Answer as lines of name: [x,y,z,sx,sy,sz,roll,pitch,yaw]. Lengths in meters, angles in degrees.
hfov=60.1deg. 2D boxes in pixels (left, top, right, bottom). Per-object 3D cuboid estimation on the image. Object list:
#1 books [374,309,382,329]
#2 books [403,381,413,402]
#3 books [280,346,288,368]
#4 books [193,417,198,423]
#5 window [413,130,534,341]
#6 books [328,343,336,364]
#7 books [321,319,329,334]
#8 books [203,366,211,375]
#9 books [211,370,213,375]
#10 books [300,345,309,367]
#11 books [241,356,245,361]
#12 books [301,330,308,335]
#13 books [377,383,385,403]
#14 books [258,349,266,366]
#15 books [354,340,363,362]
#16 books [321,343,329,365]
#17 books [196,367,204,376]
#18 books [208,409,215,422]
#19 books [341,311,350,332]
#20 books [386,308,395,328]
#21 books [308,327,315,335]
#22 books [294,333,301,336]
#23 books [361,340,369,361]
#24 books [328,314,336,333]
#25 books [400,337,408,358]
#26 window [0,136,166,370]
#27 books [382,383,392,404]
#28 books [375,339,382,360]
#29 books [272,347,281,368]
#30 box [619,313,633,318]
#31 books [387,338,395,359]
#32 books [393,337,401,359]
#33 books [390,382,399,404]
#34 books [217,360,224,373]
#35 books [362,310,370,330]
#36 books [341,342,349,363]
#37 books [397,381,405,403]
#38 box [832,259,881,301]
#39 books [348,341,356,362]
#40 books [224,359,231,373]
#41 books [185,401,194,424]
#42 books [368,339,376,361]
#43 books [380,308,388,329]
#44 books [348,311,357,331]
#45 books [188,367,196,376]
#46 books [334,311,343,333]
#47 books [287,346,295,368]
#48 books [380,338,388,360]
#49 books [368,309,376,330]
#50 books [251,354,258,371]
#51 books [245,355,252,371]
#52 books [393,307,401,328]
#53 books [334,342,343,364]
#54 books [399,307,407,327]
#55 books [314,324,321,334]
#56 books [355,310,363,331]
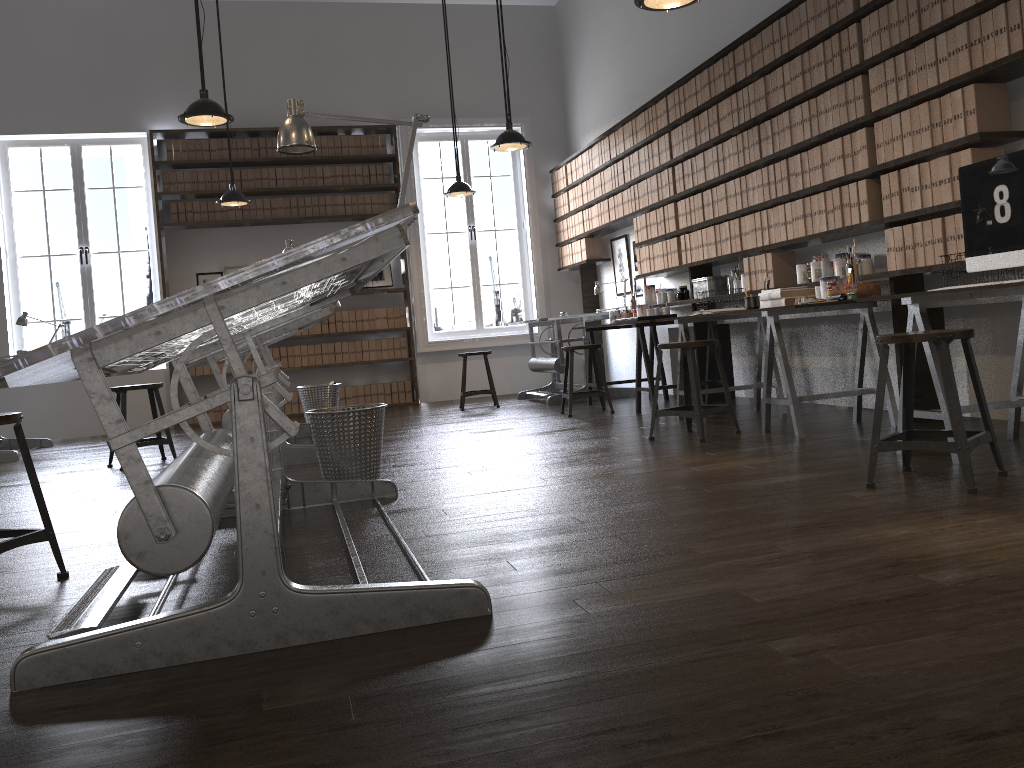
books: [-1.453,-0.694,9.544,0.067,0.225,0.174,-5,1,-14]
books: [-1.132,0.082,9.610,0.067,0.225,0.174,-5,1,-14]
books: [-2.394,-0.279,9.291,0.067,0.226,0.174,-5,1,-14]
books: [-3.226,0.286,9.070,0.067,0.225,0.174,-5,1,-14]
window: [-0.442,-1.642,9.794,1.246,2.309,0.153,-5,0,-14]
books: [-1.921,-0.325,9.412,0.067,0.226,0.174,-5,1,-14]
books: [-1.993,-0.642,9.408,0.067,0.225,0.174,-5,1,-14]
books: [-3.135,-0.207,9.102,0.067,0.225,0.174,-5,1,-14]
books: [-3.069,-0.214,9.124,0.067,0.225,0.174,-5,1,-14]
books: [-2.190,-0.299,9.346,0.067,0.225,0.174,-5,1,-14]
books: [-2.803,-0.240,9.190,0.067,0.225,0.174,-5,1,-14]
books: [-2.196,-0.622,9.349,0.067,0.225,0.174,-5,1,-14]
books: [-1.418,0.110,9.534,0.067,0.225,0.174,-5,1,-14]
books: [-2.605,-0.259,9.242,0.067,0.225,0.174,-5,1,-14]
books: [-1.648,-0.352,9.488,0.067,0.225,0.174,-5,1,-14]
books: [-1.983,-0.319,9.401,0.067,0.225,0.174,-5,1,-14]
books: [-3.204,-0.200,9.081,0.067,0.225,0.174,-5,1,-14]
books: [-3.088,0.273,9.104,0.067,0.225,0.174,-5,1,-14]
books: [-1.780,-0.663,9.458,0.067,0.225,0.174,-5,1,-14]
books: [-1.322,-0.707,9.580,0.067,0.225,0.174,-5,1,-14]
books: [-2.126,-0.629,9.367,0.067,0.226,0.174,-5,1,-14]
books: [-2.267,-0.615,9.334,0.067,0.225,0.174,-5,1,-14]
books: [-1.580,-0.358,9.502,0.067,0.226,0.174,-5,1,-14]
books: [-1.921,-0.649,9.421,0.067,0.226,0.174,-5,1,-14]
books: [-1.183,-0.397,9.605,0.067,0.225,0.174,-5,1,-14]
window: [-4.297,-1.265,8.923,1.484,2.497,0.153,-5,0,-14]
books: [-1.350,0.103,9.556,0.067,0.225,0.174,-5,1,-14]
books: [-1.450,-0.371,9.539,0.067,0.225,0.174,-5,1,-14]
books: [-2.468,-0.272,9.278,0.067,0.225,0.174,-5,1,-14]
box: [1.004,-0.560,7.448,0.138,0.083,0.212,-5,3,-15]
books: [-1.320,-0.384,9.574,0.067,0.225,0.174,-5,1,-14]
books: [-1.252,-0.391,9.591,0.067,0.225,0.174,-5,1,-14]
books: [-1.276,0.096,9.569,0.067,0.226,0.174,-5,1,-14]
books: [-3.001,-0.220,9.139,0.067,0.225,0.174,-5,1,-14]
books: [-1.577,-0.682,9.509,0.067,0.226,0.174,-5,1,-14]
books: [-1.782,-0.339,9.452,0.067,0.225,0.174,-5,1,-14]
books: [-1.206,0.089,9.593,0.067,0.225,0.174,-5,1,-14]
box: [1.750,-0.534,4.516,0.138,0.207,0.212,-5,1,-14]
books: [-1.716,-0.345,9.473,0.067,0.225,0.174,-5,1,-14]
books: [-2.932,-0.227,9.153,0.067,0.226,0.174,-5,1,-14]
books: [-3.294,0.292,9.055,0.067,0.225,0.174,-5,1,-14]
books: [-1.510,-0.365,9.522,0.067,0.225,0.174,-5,1,-14]
books: [-1.388,-0.701,9.559,0.067,0.226,0.174,-5,1,-14]
books: [-1.712,-0.669,9.480,0.067,0.225,0.174,-5,1,-14]
books: [-3.274,-0.193,9.063,0.067,0.226,0.174,-5,1,-14]
books: [-1.849,-0.656,9.445,0.067,0.225,0.174,-5,1,-14]
books: [-2.324,-0.286,9.315,0.067,0.225,0.174,-5,1,-14]
books: [-1.384,-0.377,9.551,0.067,0.226,0.174,-5,1,-14]
books: [-1.514,-0.689,9.530,0.067,0.225,0.174,-5,1,-14]
books: [-2.673,-0.252,9.225,0.067,0.225,0.174,-5,1,-14]
books: [-2.737,-0.246,9.202,0.067,0.226,0.174,-5,1,-14]
books: [-1.255,-0.714,9.599,0.067,0.225,0.174,-5,1,-14]
books: [-1.852,-0.332,9.430,0.067,0.225,0.174,-5,1,-14]
books: [-1.190,-0.720,9.608,0.067,0.226,0.174,-5,1,-14]
books: [-2.066,-0.635,9.387,0.067,0.225,0.174,-5,1,-14]
books: [-1.644,-0.676,9.497,0.067,0.225,0.174,-5,1,-14]
